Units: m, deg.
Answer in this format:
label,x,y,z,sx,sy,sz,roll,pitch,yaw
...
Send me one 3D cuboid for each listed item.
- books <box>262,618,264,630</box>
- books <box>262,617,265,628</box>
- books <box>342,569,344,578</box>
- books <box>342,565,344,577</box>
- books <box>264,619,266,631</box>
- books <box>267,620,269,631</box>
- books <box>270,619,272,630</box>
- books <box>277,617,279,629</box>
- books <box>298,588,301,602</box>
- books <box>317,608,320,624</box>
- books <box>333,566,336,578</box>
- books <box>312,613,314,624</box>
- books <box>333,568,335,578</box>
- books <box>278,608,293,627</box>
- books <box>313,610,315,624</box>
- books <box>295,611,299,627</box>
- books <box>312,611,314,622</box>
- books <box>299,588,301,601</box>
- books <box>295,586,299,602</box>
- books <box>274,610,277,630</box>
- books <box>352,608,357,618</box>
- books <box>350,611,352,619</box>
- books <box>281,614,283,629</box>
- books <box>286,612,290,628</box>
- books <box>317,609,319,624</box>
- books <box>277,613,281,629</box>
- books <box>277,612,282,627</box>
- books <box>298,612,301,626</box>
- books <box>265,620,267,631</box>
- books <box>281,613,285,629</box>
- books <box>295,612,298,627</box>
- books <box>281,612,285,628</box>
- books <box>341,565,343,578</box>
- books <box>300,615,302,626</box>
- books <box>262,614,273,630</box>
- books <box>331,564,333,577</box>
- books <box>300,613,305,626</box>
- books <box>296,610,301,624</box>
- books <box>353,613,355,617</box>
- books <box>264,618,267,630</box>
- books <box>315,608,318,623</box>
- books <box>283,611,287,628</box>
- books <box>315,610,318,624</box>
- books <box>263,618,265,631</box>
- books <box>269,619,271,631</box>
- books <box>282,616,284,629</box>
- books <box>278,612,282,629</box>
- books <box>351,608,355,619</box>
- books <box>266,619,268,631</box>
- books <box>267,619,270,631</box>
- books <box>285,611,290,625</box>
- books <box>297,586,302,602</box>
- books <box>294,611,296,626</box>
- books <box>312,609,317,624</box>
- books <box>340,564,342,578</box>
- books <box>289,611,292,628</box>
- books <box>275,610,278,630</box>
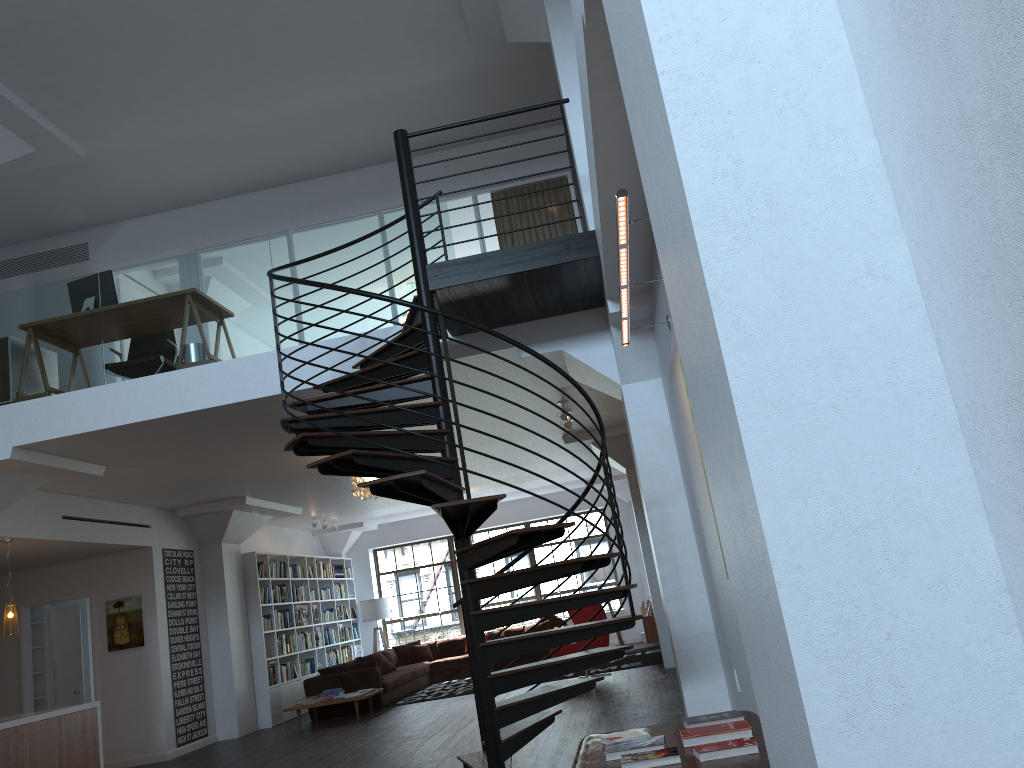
label,x,y,z,sx,sy,sz,roll,pitch,yaw
books,-3.603,3.430,12.589,0.139,0.191,0.036,-11,-14,5
books,-3.598,3.442,12.662,0.127,0.200,0.020,-11,-14,5
books,-3.246,3.510,16.535,0.183,0.253,0.042,-11,-14,5
books,-3.238,3.519,16.577,0.183,0.253,0.042,-11,-14,5
books,-3.587,3.456,12.679,0.128,0.178,0.022,-11,-14,5
books,-3.564,3.490,12.783,0.110,0.153,0.019,-11,-14,5
books,-3.549,3.501,12.870,0.107,0.167,0.017,-11,-14,5
books,-3.548,3.538,13.143,0.161,0.223,0.027,-11,-14,5
books,-3.474,3.385,14.191,0.161,0.223,0.026,-11,-14,5
books,-3.319,3.905,14.875,0.160,0.251,0.036,-11,-14,5
books,-3.288,3.422,16.077,0.161,0.223,0.032,-11,-14,5
books,-3.373,3.823,14.573,0.198,0.284,0.046,-11,-14,5
books,-3.301,3.417,16.047,0.161,0.223,0.033,-11,-14,5
books,-3.483,3.616,13.655,0.176,0.294,0.102,-11,-14,5
books,-3.341,3.863,14.628,0.161,0.223,0.030,-11,-14,5
books,-3.439,3.697,13.914,0.174,0.240,0.054,-11,-14,5
books,-3.356,3.846,14.605,0.160,0.251,0.029,-11,-14,5
books,-3.468,3.390,14.217,0.161,0.223,0.027,-11,-14,5
books,-3.489,3.348,14.095,0.182,0.253,0.034,-11,-14,5
books,-3.570,3.488,13.052,0.197,0.283,0.065,-11,-14,5
books,-3.052,4.333,16.753,0.182,0.215,0.188,-11,-14,5
books,-3.090,4.271,16.545,0.159,0.248,0.089,-11,-14,5
books,-3.519,3.569,13.292,0.161,0.223,0.027,-11,-14,5
books,-3.491,3.610,13.517,0.174,0.239,0.045,-11,-14,5
books,-3.321,3.899,14.839,0.171,0.246,0.036,-11,-14,5
books,-3.539,3.536,13.179,0.174,0.239,0.045,-11,-14,5
books,-3.533,3.552,13.270,0.159,0.250,0.026,-11,-14,5
books,-3.424,3.720,13.984,0.161,0.223,0.032,-11,-14,5
books,-3.586,3.461,12.700,0.128,0.178,0.021,-11,-14,5
books,-3.522,3.580,13.351,0.167,0.230,0.037,-11,-14,5
books,-3.444,3.696,13.870,0.161,0.223,0.032,-11,-14,5
books,-3.533,3.579,13.390,0.182,0.253,0.034,-11,-14,5
books,-3.249,3.500,16.493,0.183,0.253,0.042,-11,-14,5
books,-3.426,3.738,14.057,0.161,0.223,0.033,-11,-14,5
books,-3.566,3.481,12.913,0.140,0.231,0.042,-11,-14,5
books,-3.333,3.368,15.954,0.198,0.284,0.049,-11,-14,5
books,-3.405,3.763,14.135,0.161,0.207,0.135,-11,-13,5
books,-3.435,3.716,14.025,0.183,0.253,0.042,-11,-14,5
books,-3.082,4.322,16.705,0.182,0.226,0.173,-11,-14,5
books,-3.590,3.465,12.727,0.134,0.184,0.030,-11,-14,5
books,-3.334,3.883,14.773,0.183,0.253,0.039,-11,-14,5
books,-3.506,3.582,13.421,0.182,0.253,0.034,-11,-14,5
books,-3.322,3.886,14.736,0.161,0.223,0.030,-11,-14,5
books,-3.601,3.437,12.630,0.136,0.196,0.045,-11,-14,5
books,-3.552,3.498,12.846,0.106,0.162,0.032,-11,-14,5
books,-3.518,3.575,13.318,0.161,0.223,0.026,-11,-14,5
books,-3.536,3.545,13.229,0.170,0.245,0.057,-11,-14,5
books,-3.072,4.319,16.666,0.167,0.210,0.162,-11,-14,5
books,-3.585,3.473,12.751,0.128,0.178,0.022,-11,-14,5
books,-3.562,3.492,12.821,0.120,0.167,0.020,-11,-14,5
books,-3.493,3.613,13.557,0.182,0.253,0.034,-11,-14,5
books,-3.475,3.384,14.246,0.159,0.250,0.026,-11,-14,5
books,-3.476,3.655,13.810,0.198,0.284,0.049,-11,-14,5
books,-3.338,3.857,14.671,0.174,0.251,0.051,-11,-14,5
books,-3.255,3.491,16.450,0.183,0.253,0.042,-11,-14,5
books,-3.478,3.618,13.589,0.182,0.253,0.034,-11,-14,5
books,-3.559,3.497,13.111,0.176,0.290,0.053,-11,-14,5
